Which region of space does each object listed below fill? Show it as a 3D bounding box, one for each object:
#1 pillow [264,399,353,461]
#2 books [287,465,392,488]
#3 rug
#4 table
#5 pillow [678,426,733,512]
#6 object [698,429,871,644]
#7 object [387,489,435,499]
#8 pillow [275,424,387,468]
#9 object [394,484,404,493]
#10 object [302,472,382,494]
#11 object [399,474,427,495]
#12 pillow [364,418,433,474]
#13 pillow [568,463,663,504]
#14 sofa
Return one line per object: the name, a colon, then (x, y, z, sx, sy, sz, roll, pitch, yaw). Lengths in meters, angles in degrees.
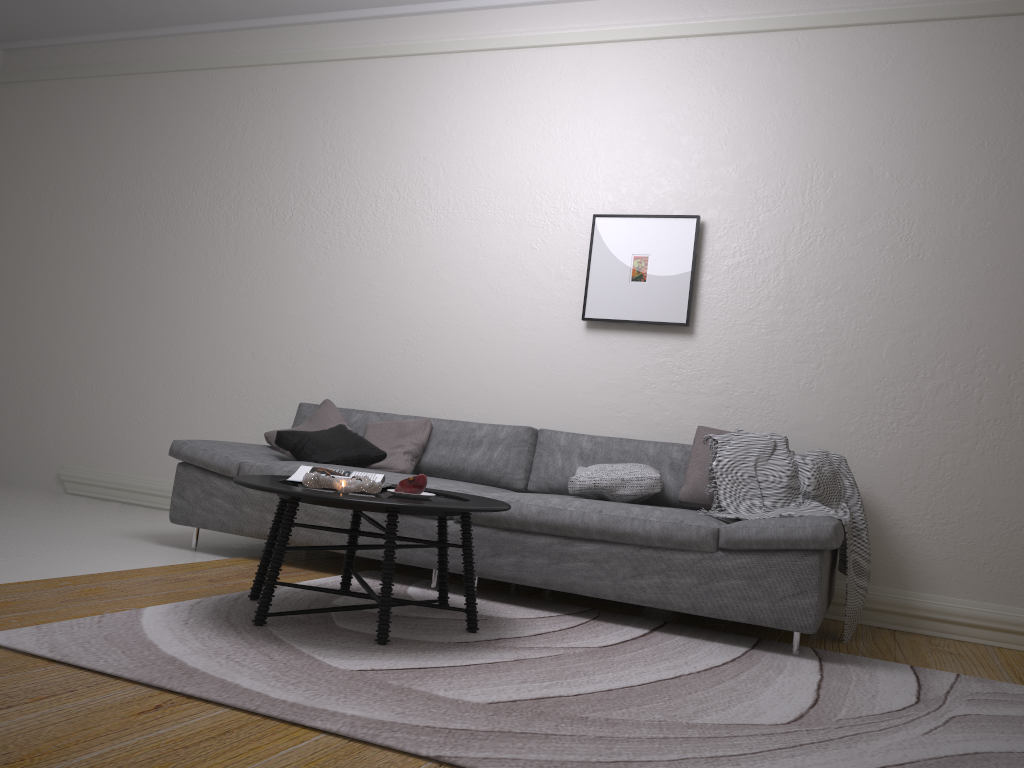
pillow: (-1.052, 0.293, 4.709, 0.469, 0.448, 0.359, 3, -5, 43)
books: (-0.618, 0.339, 3.240, 0.305, 0.048, 0.373, 6, -4, 2)
rug: (0.676, 0.895, 2.506, 3.656, 0.008, 1.978, 5, -4, 22)
table: (-0.496, 0.590, 3.051, 0.932, 0.449, 0.955, 5, -4, 20)
pillow: (0.986, 0.393, 3.972, 0.420, 0.390, 0.245, 5, -4, 23)
object: (1.159, 0.638, 3.774, 0.891, 0.866, 0.614, 7, -4, -12)
object: (-0.349, 0.382, 3.062, 0.170, 0.015, 0.165, 8, -4, -22)
pillow: (-0.906, 0.330, 4.433, 0.393, 0.268, 0.429, 3, -5, 43)
object: (-0.391, 0.366, 3.095, 0.043, 0.036, 0.036, 4, -5, 31)
object: (-0.554, 0.324, 2.898, 0.250, 0.062, 0.257, 4, -4, 30)
object: (-0.336, 0.348, 3.057, 0.112, 0.082, 0.087, 9, -5, -33)
pillow: (-0.646, 0.311, 4.566, 0.417, 0.318, 0.342, 5, -4, 22)
pillow: (0.467, 0.442, 3.945, 0.402, 0.194, 0.408, 6, -4, 9)
sofa: (-0.044, 0.562, 4.153, 3.015, 0.772, 1.117, 5, -4, 22)
